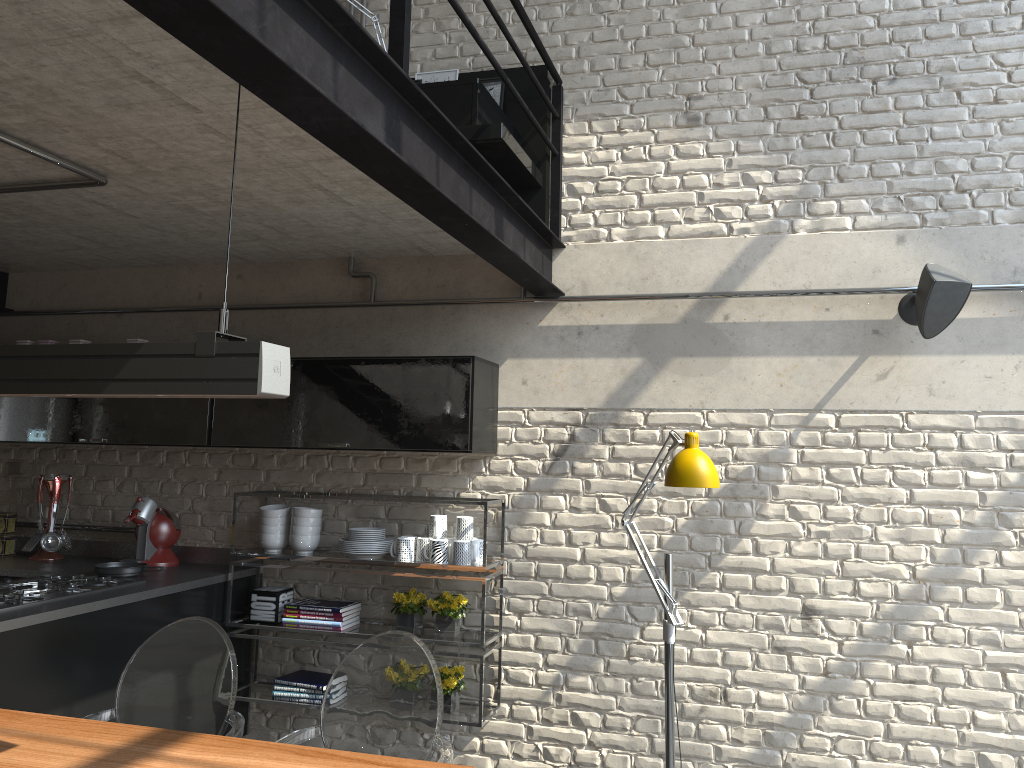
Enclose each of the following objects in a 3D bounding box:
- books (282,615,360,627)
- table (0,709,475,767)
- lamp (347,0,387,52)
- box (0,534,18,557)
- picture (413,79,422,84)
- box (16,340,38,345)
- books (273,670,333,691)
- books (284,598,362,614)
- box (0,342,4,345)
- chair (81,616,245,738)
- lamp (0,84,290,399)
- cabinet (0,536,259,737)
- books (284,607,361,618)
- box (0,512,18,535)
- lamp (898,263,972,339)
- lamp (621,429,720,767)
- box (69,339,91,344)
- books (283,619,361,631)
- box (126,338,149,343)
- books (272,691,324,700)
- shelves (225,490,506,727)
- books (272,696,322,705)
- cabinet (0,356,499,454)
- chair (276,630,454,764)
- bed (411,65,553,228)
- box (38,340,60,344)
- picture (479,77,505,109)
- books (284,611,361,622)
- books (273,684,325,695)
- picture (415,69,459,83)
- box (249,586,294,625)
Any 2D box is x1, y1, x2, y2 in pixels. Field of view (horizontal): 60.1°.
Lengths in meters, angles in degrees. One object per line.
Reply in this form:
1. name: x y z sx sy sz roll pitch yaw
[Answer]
1. books: -0.881 1.089 4.106 0.292 0.021 0.210 0 -5 16
2. table: -1.509 1.285 2.080 2.672 0.739 0.921 0 -6 16
3. lamp: -0.794 -1.610 4.189 0.480 0.694 0.169 4 -8 -18
4. box: -2.648 0.842 4.626 0.081 0.112 0.080 -2 -8 26
5. picture: -0.574 -1.383 4.407 0.243 0.277 0.046 -1 -8 16
6. box: -2.546 -0.171 4.644 0.081 0.112 0.080 -1 -7 16
7. books: -0.921 1.363 4.072 0.278 0.024 0.200 -1 -5 25
8. books: -0.878 1.032 4.121 0.292 0.021 0.210 0 -5 19
9. box: -2.768 -0.171 4.705 0.081 0.112 0.080 -1 -7 16
10. chair: -1.080 1.234 2.641 0.540 0.948 0.585 1 -7 1
11. lamp: -1.043 -0.416 2.192 1.088 0.898 0.124 0 -8 16
12. cabinet: -2.917 1.233 3.559 2.745 1.013 2.414 0 -5 16
13. books: -0.877 1.051 4.124 0.292 0.021 0.210 0 -5 16
14. box: -2.669 0.734 4.662 0.081 0.112 0.080 0 -7 11
15. lamp: 1.705 -0.334 3.602 0.178 0.308 0.355 2 -6 -2
16. lamp: 1.080 0.984 3.166 1.569 1.632 0.626 -2 -8 29
17. box: -2.228 -0.171 4.558 0.081 0.112 0.080 -1 -7 16
18. books: -0.880 1.110 4.110 0.292 0.021 0.210 0 -5 15
19. box: -1.895 -0.170 4.468 0.081 0.112 0.080 -1 -7 16
20. books: -0.925 1.405 4.057 0.278 0.024 0.199 0 -5 10
21. shelves: -0.679 0.986 4.073 1.250 0.935 0.286 0 -8 16
22. books: -0.924 1.426 4.059 0.278 0.024 0.199 0 -5 15
23. cabinet: -1.994 0.101 4.528 3.893 0.425 0.396 0 -7 16
24. chair: -0.429 1.236 2.487 0.540 0.948 0.585 0 -7 11
25. bed: -2.327 -1.218 3.620 4.478 0.848 2.676 0 -5 16
26. box: -2.415 -0.171 4.607 0.081 0.112 0.080 -1 -7 16
27. picture: -0.127 -1.371 4.284 0.175 0.251 0.055 -1 -8 16
28. books: -0.879 1.070 4.116 0.292 0.021 0.210 0 -5 14
29. books: -0.923 1.384 4.066 0.278 0.024 0.199 0 -5 14
30. picture: -0.381 -1.402 4.372 0.226 0.316 0.033 -1 -8 16
31. box: -1.134 1.044 4.176 0.150 0.151 0.149 -1 -7 16
